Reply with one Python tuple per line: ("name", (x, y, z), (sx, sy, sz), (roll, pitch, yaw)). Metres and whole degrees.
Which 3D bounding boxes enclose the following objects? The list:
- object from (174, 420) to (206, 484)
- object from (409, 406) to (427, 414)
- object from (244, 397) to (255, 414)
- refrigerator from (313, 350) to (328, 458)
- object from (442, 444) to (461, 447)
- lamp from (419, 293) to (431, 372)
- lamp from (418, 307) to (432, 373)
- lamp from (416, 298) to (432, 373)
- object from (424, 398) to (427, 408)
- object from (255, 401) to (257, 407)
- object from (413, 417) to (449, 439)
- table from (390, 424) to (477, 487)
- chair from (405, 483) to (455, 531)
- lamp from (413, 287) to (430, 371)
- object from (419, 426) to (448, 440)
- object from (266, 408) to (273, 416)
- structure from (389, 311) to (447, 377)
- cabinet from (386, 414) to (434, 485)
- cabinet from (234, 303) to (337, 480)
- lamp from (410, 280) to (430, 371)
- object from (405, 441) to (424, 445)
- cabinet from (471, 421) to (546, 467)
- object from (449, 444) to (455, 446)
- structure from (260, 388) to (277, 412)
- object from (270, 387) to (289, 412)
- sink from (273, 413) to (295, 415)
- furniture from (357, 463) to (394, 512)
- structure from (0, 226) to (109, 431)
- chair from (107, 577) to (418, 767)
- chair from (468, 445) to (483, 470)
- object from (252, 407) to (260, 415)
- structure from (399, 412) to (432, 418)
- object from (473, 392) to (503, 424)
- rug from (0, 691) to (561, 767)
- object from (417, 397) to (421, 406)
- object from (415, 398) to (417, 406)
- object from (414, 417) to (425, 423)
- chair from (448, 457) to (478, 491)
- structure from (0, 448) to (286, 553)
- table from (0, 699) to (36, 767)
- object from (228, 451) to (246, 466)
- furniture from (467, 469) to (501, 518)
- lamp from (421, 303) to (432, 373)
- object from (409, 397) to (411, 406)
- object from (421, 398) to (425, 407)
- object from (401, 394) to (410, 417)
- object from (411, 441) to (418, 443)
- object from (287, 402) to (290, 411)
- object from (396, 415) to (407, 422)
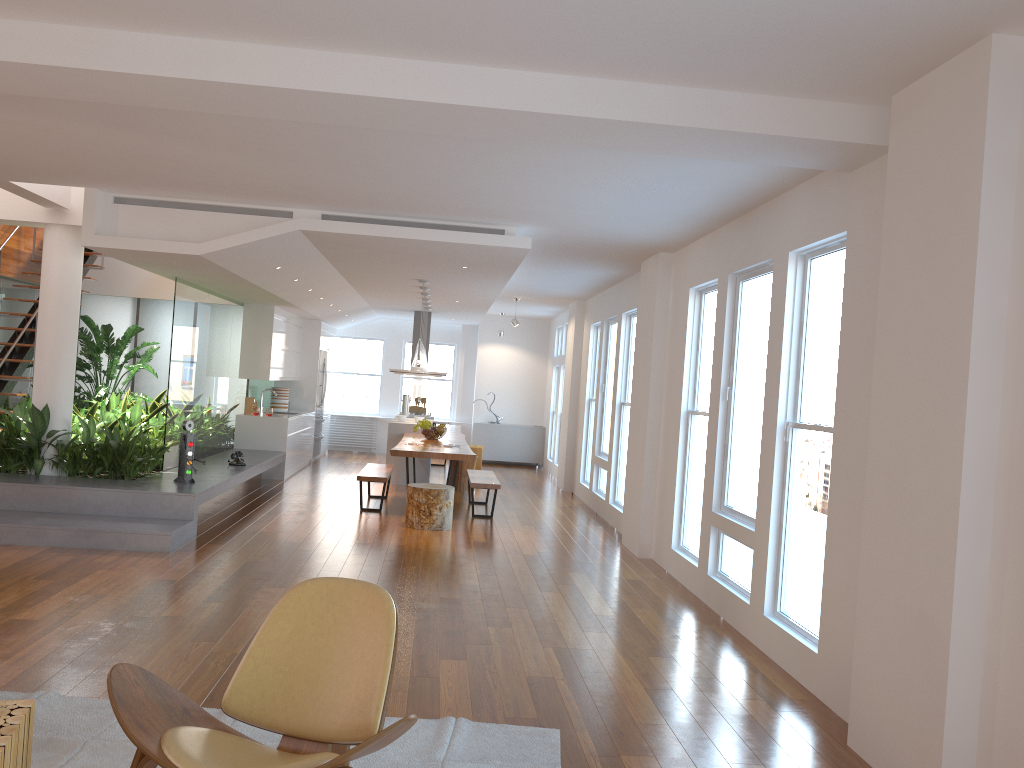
("object", (-2.854, 0.607, 7.910), (0.318, 0.565, 0.134), (4, 0, 32))
("object", (-1.601, 0.446, 14.767), (0.353, 0.157, 0.084), (4, 0, -5))
("object", (-3.567, 0.294, 12.073), (0.104, 0.222, 0.200), (4, 0, -5))
("refrigerator", (-3.442, 0.317, 14.583), (0.725, 1.772, 0.908), (4, 0, -5))
("object", (-0.681, 0.700, 10.027), (0.222, 0.020, 0.222), (4, 0, -13))
("lamp", (-1.116, -0.685, 11.175), (0.160, 1.060, 0.160), (4, 0, 22))
("lamp", (-1.294, -0.694, 13.337), (0.160, 1.060, 0.160), (4, 0, 22))
("lamp", (-1.175, -0.688, 11.896), (0.160, 1.060, 0.160), (4, 0, 22))
("object", (-1.461, 0.377, 14.788), (0.057, 0.294, 0.030), (4, 0, -5))
("object", (-3.575, 0.319, 12.321), (0.100, 0.170, 0.173), (4, 0, -3))
("object", (-1.005, 0.553, 11.040), (0.394, 0.284, 0.292), (4, 0, -41))
("table", (-1.070, 1.038, 12.042), (0.893, 0.704, 5.996), (4, 0, -5))
("chair", (-0.808, 1.201, 8.709), (0.460, 0.400, 0.460), (4, 0, 5))
("lamp", (-1.057, -0.683, 10.454), (0.160, 1.060, 0.160), (4, 0, 22))
("object", (-0.983, 0.618, 11.028), (0.360, 0.159, 0.360), (4, 0, -41))
("object", (-3.223, 0.372, 11.782), (0.094, 0.106, 0.094), (4, 0, 1))
("structure", (-1.456, -0.835, 14.299), (0.909, 1.405, 0.900), (4, 0, -5))
("cabinet", (-1.512, 0.946, 13.406), (0.597, 0.832, 2.936), (4, 0, -5))
("cabinet", (-3.421, 0.102, 13.839), (0.676, 2.280, 4.565), (4, 0, -5))
("lamp", (-0.998, -0.680, 9.734), (0.160, 1.060, 0.160), (4, 0, 22))
("object", (-1.104, 0.671, 10.040), (0.222, 0.020, 0.222), (4, 0, 36))
("cabinet", (-0.080, 1.098, 16.185), (1.309, 0.725, 0.420), (4, 0, -5))
("object", (-0.681, 0.694, 10.027), (0.079, 0.030, 0.070), (4, 0, 39))
("structure", (-3.526, 0.328, 12.823), (0.248, 0.536, 0.115), (4, 0, -5))
("object", (-3.508, 0.235, 13.381), (0.267, 0.356, 0.266), (4, 0, 21))
("sink", (-3.344, 0.539, 12.811), (0.449, 0.192, 0.666), (4, 0, -5))
("furniture", (-1.534, 1.162, 9.993), (0.316, 0.389, 1.433), (4, 0, -5))
("structure", (-4.442, -1.120, 9.983), (2.552, 4.265, 4.591), (4, 0, -5))
("chair", (-0.648, 1.040, 2.599), (0.867, 0.752, 0.856), (4, 0, -45))
("chair", (-0.652, 1.208, 14.170), (0.344, 0.430, 0.549), (4, 0, -1))
("object", (-3.408, 0.359, 11.814), (0.094, 0.106, 0.094), (4, 0, 1))
("structure", (-1.554, 0.492, 14.324), (0.520, 0.073, 0.650), (4, 0, -5))
("object", (-0.413, 0.429, 16.111), (0.590, 0.563, 0.210), (4, 0, -33))
("rug", (-1.544, 1.310, 2.016), (3.525, 0.057, 3.478), (4, 0, 0))
("object", (-1.560, 0.370, 14.760), (0.057, 0.299, 0.019), (4, 0, -5))
("object", (-1.596, 0.367, 14.777), (0.061, 0.299, 0.040), (4, 0, -7))
("object", (-1.293, 0.502, 12.339), (0.152, 0.082, 0.152), (4, 0, -44))
("chair", (-0.675, 1.196, 11.946), (0.396, 0.455, 0.402), (4, 0, -15))
("structure", (-4.324, 0.978, 9.336), (3.088, 0.386, 5.584), (4, 0, -5))
("table", (-1.479, 1.090, 2.045), (0.548, 0.534, 0.489), (4, 0, -16))
("object", (-2.993, 0.802, 9.621), (0.216, 0.155, 0.181), (4, 0, -40))
("furniture", (-0.348, 1.246, 10.090), (0.316, 0.389, 1.433), (4, 0, -5))
("lamp", (-1.234, -0.691, 12.616), (0.160, 1.060, 0.160), (4, 0, 22))
("object", (-1.714, 0.358, 14.767), (0.055, 0.299, 0.027), (4, 0, -5))
("object", (-1.497, 0.375, 14.768), (0.068, 0.298, 0.039), (4, 0, -5))
("object", (-1.649, 0.342, 13.856), (0.120, 0.356, 0.172), (4, 0, 43))
("object", (-1.104, 0.665, 10.040), (0.070, 0.030, 0.079), (4, 0, -41))
("object", (-3.579, 0.314, 13.762), (0.265, 0.196, 0.284), (4, 0, 37))
("object", (-1.551, 0.484, 12.442), (0.152, 0.082, 0.152), (4, 0, 35))
